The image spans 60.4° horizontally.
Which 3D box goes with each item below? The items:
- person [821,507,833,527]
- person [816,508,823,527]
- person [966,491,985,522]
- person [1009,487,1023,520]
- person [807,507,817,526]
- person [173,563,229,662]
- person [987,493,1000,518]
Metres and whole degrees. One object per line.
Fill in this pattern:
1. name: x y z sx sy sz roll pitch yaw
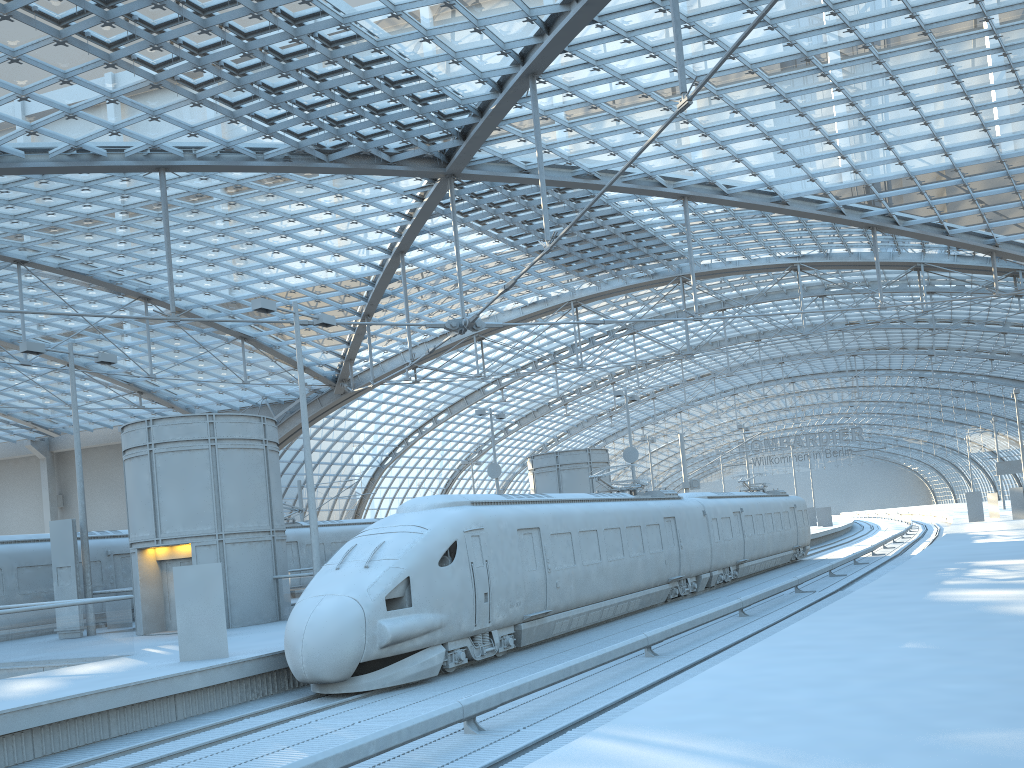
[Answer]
1. person: 26.587 11.251 74.162 0.833 1.724 0.001 -7 -3 29
2. person: 27.453 11.777 77.738 0.881 1.697 0.001 -7 -3 29
3. person: 26.764 7.100 50.705 0.001 1.790 0.910 -4 -4 -37
4. person: 27.782 6.592 48.361 0.068 1.799 0.791 -4 -4 -30
5. person: 27.929 12.460 82.287 0.905 1.790 0.001 -7 -3 24
6. person: -5.424 4.009 15.364 0.876 1.697 0.001 -6 -2 3
7. person: 30.127 7.613 54.961 0.001 1.604 0.815 -5 -4 -17
